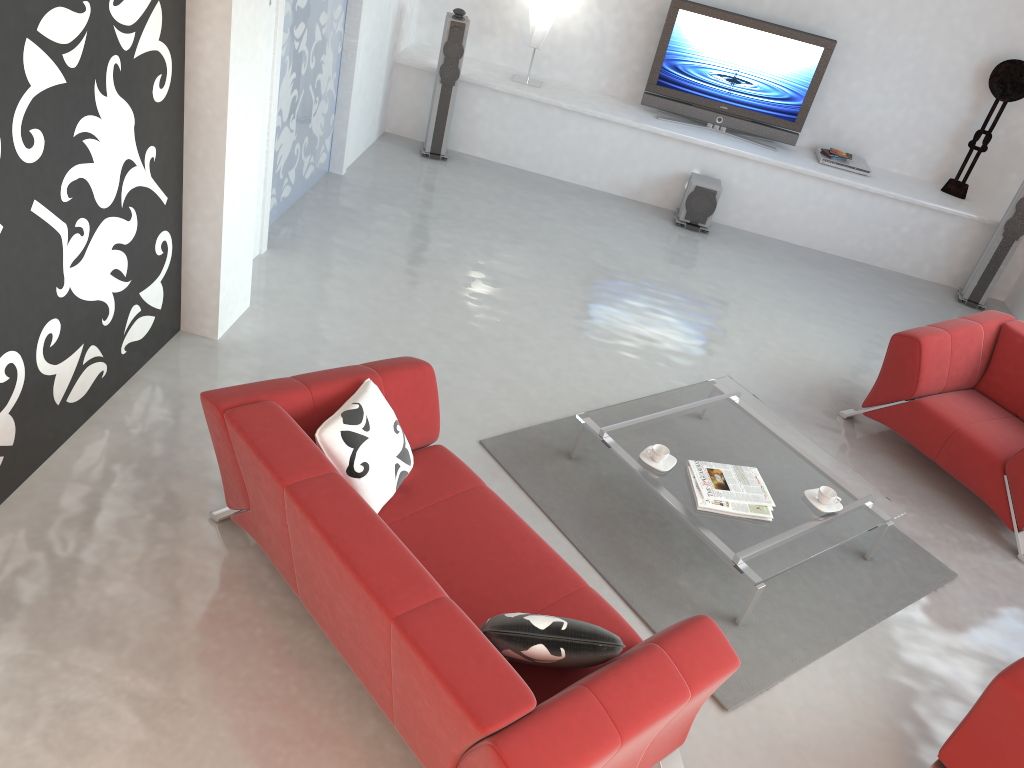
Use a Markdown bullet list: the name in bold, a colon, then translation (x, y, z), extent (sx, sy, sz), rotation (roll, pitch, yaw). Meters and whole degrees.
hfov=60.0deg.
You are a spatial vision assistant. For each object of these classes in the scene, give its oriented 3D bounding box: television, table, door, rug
- **television**: translation (1.843, -2.551, 7.348), extent (1.356, 0.919, 0.343), rotation (16, 33, 1)
- **table**: translation (1.037, 0.483, 4.236), extent (1.097, 0.286, 1.162), rotation (-12, 42, -35)
- **door**: translation (-1.234, -2.271, 5.392), extent (0.240, 2.550, 1.600), rotation (16, 33, 1)
- **rug**: translation (0.996, 0.603, 4.308), extent (1.700, 0.025, 1.700), rotation (-12, 42, -35)

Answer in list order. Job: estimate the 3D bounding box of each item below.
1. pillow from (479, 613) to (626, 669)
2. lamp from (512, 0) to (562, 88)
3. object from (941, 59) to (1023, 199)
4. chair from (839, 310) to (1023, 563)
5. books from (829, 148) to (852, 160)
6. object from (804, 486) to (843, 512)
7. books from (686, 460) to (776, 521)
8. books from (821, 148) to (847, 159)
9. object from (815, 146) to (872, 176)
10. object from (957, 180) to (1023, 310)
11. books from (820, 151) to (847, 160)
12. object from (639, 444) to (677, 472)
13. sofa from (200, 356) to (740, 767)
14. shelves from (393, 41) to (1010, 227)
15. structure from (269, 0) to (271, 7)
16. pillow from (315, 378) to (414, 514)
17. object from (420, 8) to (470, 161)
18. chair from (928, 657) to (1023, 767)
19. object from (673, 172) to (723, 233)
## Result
- **pillow**: translation (0.098, 0.780, 2.681), extent (0.402, 0.343, 0.288), rotation (12, 33, -5)
- **lamp**: translation (0.265, -3.087, 7.228), extent (0.263, 1.239, 0.263), rotation (11, 33, -6)
- **object**: translation (3.876, -2.075, 7.247), extent (0.331, 1.130, 0.108), rotation (30, 36, 22)
- **chair**: translation (2.723, 0.195, 4.936), extent (0.951, 0.738, 1.288), rotation (-8, 39, -32)
- **books**: translation (2.783, -1.948, 7.500), extent (0.190, 0.015, 0.135), rotation (21, 33, 10)
- **object**: translation (1.417, 0.512, 4.015), extent (0.153, 0.069, 0.153), rotation (-4, 37, -27)
- **books**: translation (0.972, 0.461, 3.946), extent (0.367, 0.035, 0.345), rotation (10, 33, -7)
- **books**: translation (2.731, -1.952, 7.514), extent (0.190, 0.015, 0.135), rotation (5, 34, -16)
- **object**: translation (2.817, -1.903, 7.556), extent (0.430, 0.045, 0.352), rotation (16, 33, 1)
- **object**: translation (3.943, -1.169, 7.063), extent (0.255, 1.184, 0.273), rotation (24, 34, 14)
- **books**: translation (2.728, -1.938, 7.519), extent (0.190, 0.015, 0.135), rotation (-5, 38, -28)
- **object**: translation (0.665, 0.322, 4.001), extent (0.153, 0.069, 0.153), rotation (31, 36, 23)
- **sofa**: translation (-0.241, 0.663, 3.050), extent (0.951, 0.738, 1.929), rotation (-17, 44, -39)
- **shelves**: translation (1.725, -2.096, 7.512), extent (5.500, 0.050, 0.650), rotation (16, 33, 1)
- **structure**: translation (-1.242, -1.917, 4.440), extent (0.016, 0.080, 0.170), rotation (16, 33, 1)
- **pillow**: translation (-0.529, 0.242, 3.240), extent (0.288, 0.343, 0.402), rotation (20, 33, 8)
- **object**: translation (-0.531, -2.425, 7.168), extent (0.255, 1.184, 0.273), rotation (7, 33, -11)
- **chair**: translation (2.234, 1.326, 3.039), extent (1.288, 0.738, 0.951), rotation (-8, 39, -32)
- **object**: translation (1.550, -1.504, 7.361), extent (0.336, 0.374, 0.337), rotation (16, 33, 1)
